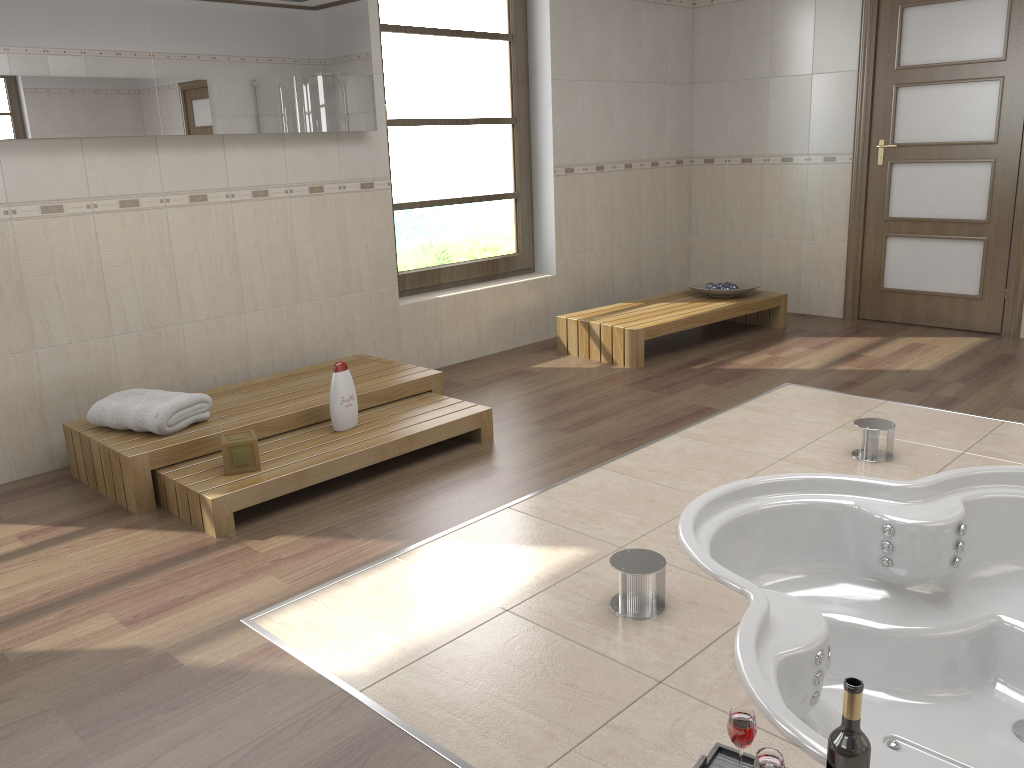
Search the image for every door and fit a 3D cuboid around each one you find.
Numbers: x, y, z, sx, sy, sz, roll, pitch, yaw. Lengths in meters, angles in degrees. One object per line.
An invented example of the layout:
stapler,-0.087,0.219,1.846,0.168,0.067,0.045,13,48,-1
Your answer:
door,2.571,-1.347,5.321,0.861,2.026,0.102,11,20,41

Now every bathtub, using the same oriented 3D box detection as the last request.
bathtub,1.412,0.861,2.479,1.751,0.674,1.754,-2,15,0

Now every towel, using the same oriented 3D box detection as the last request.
towel,-1.402,0.099,3.423,0.399,0.119,0.280,5,17,24

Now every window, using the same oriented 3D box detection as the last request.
window,-0.321,-1.554,5.044,0.117,1.934,1.188,12,21,43

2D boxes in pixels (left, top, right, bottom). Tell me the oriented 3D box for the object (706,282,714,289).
object,1.289,-0.628,5.751,0.060,0.060,0.060,12,21,42

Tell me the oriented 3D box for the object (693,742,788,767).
object,0.513,0.785,1.604,0.400,0.040,0.250,8,18,34

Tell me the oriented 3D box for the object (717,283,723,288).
object,1.352,-0.625,5.747,0.060,0.060,0.060,12,21,42

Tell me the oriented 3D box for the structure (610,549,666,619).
structure,0.338,0.534,2.379,0.150,0.131,0.150,-15,20,-39

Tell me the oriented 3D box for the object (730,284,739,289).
object,1.418,-0.608,5.659,0.060,0.060,0.060,12,21,42

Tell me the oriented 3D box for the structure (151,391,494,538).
structure,-0.749,0.256,3.547,0.620,0.140,1.280,12,21,43

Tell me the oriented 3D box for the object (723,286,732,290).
object,1.366,-0.594,5.625,0.060,0.060,0.060,12,21,42

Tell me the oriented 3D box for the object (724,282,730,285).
object,1.404,-0.636,5.780,0.060,0.060,0.060,12,21,42

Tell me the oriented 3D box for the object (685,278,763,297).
object,1.361,-0.610,5.708,0.487,0.076,0.487,-2,15,1

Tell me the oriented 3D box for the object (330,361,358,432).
object,-0.670,0.046,3.516,0.063,0.276,0.134,9,19,36

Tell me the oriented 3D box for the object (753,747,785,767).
object,0.456,0.726,1.577,0.055,0.153,0.055,9,19,36

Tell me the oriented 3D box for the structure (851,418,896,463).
structure,1.386,0.214,3.403,0.150,0.131,0.150,0,15,10

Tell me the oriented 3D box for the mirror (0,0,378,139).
mirror,-1.446,-1.307,3.557,0.005,0.600,2.200,12,21,43

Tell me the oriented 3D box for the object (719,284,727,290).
object,1.360,-0.608,5.683,0.060,0.060,0.060,12,21,42

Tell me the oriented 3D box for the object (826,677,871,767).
object,0.584,0.651,1.540,0.070,0.307,0.070,1,15,11

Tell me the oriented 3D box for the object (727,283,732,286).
object,1.408,-0.620,5.720,0.060,0.060,0.060,12,21,42

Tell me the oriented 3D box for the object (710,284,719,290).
object,1.298,-0.610,5.692,0.060,0.060,0.060,12,21,42

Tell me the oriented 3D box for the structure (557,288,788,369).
structure,1.020,-0.384,5.492,1.450,0.220,0.620,-15,20,-38

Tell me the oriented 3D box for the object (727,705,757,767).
object,0.438,0.695,1.696,0.055,0.153,0.055,9,19,36

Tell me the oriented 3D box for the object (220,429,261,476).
object,-0.961,0.241,3.138,0.120,0.120,0.120,-8,16,-19

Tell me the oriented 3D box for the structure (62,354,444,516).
structure,-1.040,0.156,3.806,0.620,0.220,1.450,12,21,43
